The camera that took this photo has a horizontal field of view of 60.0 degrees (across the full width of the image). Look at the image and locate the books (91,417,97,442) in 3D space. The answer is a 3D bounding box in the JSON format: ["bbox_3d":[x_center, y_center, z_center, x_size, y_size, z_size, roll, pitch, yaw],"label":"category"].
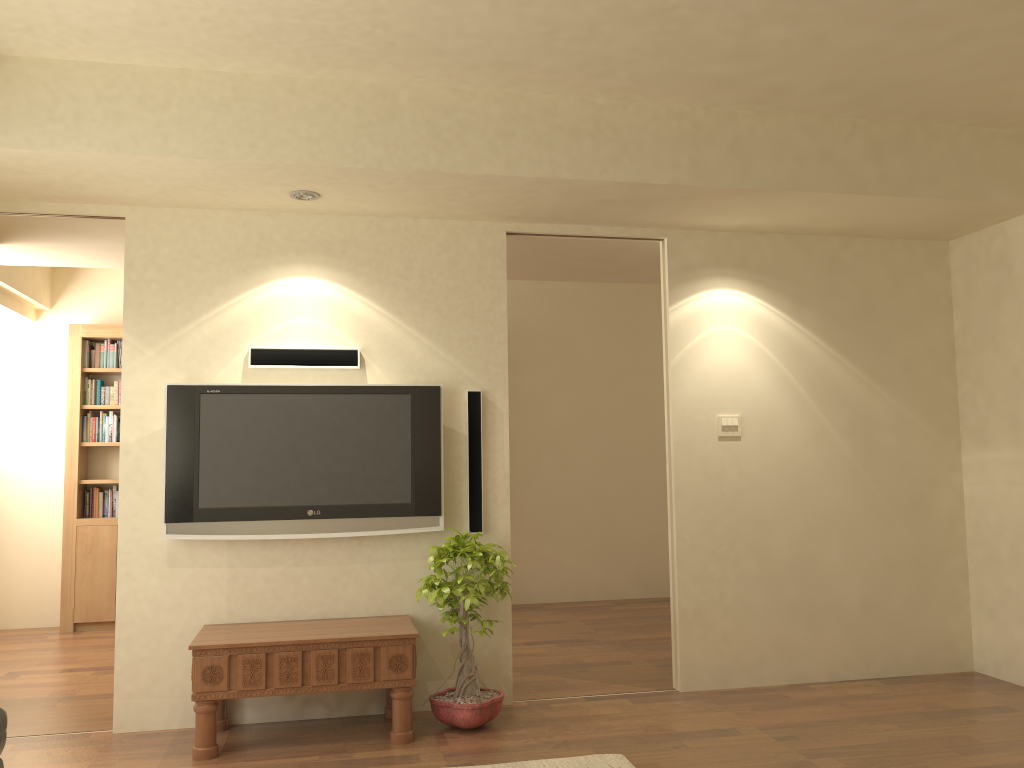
[{"bbox_3d":[-3.416,0.380,7.289,0.036,0.206,0.162,0,-5,-12],"label":"books"}]

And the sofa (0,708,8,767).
[{"bbox_3d":[-1.578,0.939,1.230,0.944,0.918,2.337,0,-5,-12],"label":"sofa"}]

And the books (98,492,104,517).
[{"bbox_3d":[-3.367,0.991,7.297,0.032,0.202,0.150,0,-5,-12],"label":"books"}]

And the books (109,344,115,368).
[{"bbox_3d":[-3.303,-0.216,7.365,0.036,0.206,0.162,0,-5,-12],"label":"books"}]

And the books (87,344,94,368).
[{"bbox_3d":[-3.480,-0.217,7.325,0.010,0.206,0.167,0,-5,-12],"label":"books"}]

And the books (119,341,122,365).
[{"bbox_3d":[-3.237,-0.232,7.388,0.043,0.242,0.148,0,-5,-12],"label":"books"}]

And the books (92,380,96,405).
[{"bbox_3d":[-3.436,0.080,7.320,0.013,0.215,0.168,0,-5,-12],"label":"books"}]

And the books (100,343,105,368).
[{"bbox_3d":[-3.386,-0.221,7.367,0.036,0.218,0.124,0,-5,-12],"label":"books"}]

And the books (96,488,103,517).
[{"bbox_3d":[-3.391,0.974,7.289,0.017,0.235,0.157,0,-5,-12],"label":"books"}]

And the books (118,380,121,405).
[{"bbox_3d":[-3.237,0.083,7.368,0.026,0.211,0.156,0,-5,-12],"label":"books"}]

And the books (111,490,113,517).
[{"bbox_3d":[-3.281,0.984,7.306,0.009,0.215,0.168,0,-5,-12],"label":"books"}]

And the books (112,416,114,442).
[{"bbox_3d":[-3.274,0.376,7.316,0.009,0.215,0.168,0,-5,-12],"label":"books"}]

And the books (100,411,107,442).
[{"bbox_3d":[-3.369,0.356,7.309,0.019,0.255,0.145,0,-5,-12],"label":"books"}]

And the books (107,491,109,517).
[{"bbox_3d":[-3.307,0.984,7.300,0.013,0.215,0.168,0,-5,-12],"label":"books"}]

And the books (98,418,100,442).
[{"bbox_3d":[-3.384,0.384,7.305,0.011,0.200,0.143,0,-5,-12],"label":"books"}]

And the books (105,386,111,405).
[{"bbox_3d":[-3.344,0.108,7.366,0.036,0.165,0.111,0,-5,-12],"label":"books"}]

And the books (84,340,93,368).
[{"bbox_3d":[-3.500,-0.232,7.327,0.026,0.237,0.156,0,-5,-12],"label":"books"}]

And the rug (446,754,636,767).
[{"bbox_3d":[-0.362,1.449,1.888,2.482,0.011,3.592,0,-5,-12],"label":"rug"}]

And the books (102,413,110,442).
[{"bbox_3d":[-3.347,0.366,7.317,0.026,0.237,0.139,0,-5,-12],"label":"books"}]

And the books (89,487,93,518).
[{"bbox_3d":[-3.441,0.971,7.282,0.019,0.242,0.152,0,-5,-12],"label":"books"}]

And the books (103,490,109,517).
[{"bbox_3d":[-3.336,0.984,7.317,0.036,0.218,0.124,0,-5,-12],"label":"books"}]

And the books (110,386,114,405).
[{"bbox_3d":[-3.308,0.108,7.374,0.036,0.165,0.111,0,-5,-12],"label":"books"}]

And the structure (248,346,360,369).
[{"bbox_3d":[-1.073,-0.136,4.596,0.559,0.111,0.048,0,-5,-12],"label":"structure"}]

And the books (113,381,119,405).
[{"bbox_3d":[-3.267,0.085,7.358,0.036,0.206,0.162,0,-5,-12],"label":"books"}]

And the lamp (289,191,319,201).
[{"bbox_3d":[-1.022,-0.946,4.367,0.143,0.059,0.143,0,-5,-6],"label":"lamp"}]

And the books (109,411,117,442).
[{"bbox_3d":[-3.294,0.357,7.321,0.026,0.254,0.154,0,-5,-12],"label":"books"}]

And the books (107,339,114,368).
[{"bbox_3d":[-3.335,-0.240,7.369,0.019,0.255,0.145,0,-5,-12],"label":"books"}]

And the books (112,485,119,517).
[{"bbox_3d":[-3.265,0.965,7.318,0.026,0.254,0.154,0,-5,-12],"label":"books"}]

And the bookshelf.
[{"bbox_3d":[-2.144,0.750,7.489,2.945,2.440,0.301,0,-5,-12],"label":"bookshelf"}]

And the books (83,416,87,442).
[{"bbox_3d":[-3.483,0.375,7.272,0.026,0.215,0.167,0,-5,-12],"label":"books"}]

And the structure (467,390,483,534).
[{"bbox_3d":[-0.199,0.413,4.735,0.079,0.764,0.036,0,-5,-12],"label":"structure"}]

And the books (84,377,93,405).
[{"bbox_3d":[-3.496,0.069,7.314,0.026,0.237,0.156,0,-5,-12],"label":"books"}]

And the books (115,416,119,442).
[{"bbox_3d":[-3.248,0.376,7.322,0.013,0.215,0.168,0,-5,-12],"label":"books"}]

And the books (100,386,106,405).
[{"bbox_3d":[-3.381,0.107,7.359,0.036,0.165,0.111,0,-5,-12],"label":"books"}]

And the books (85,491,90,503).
[{"bbox_3d":[-3.485,0.985,7.284,0.011,0.215,0.127,0,-5,-12],"label":"books"}]

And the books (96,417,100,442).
[{"bbox_3d":[-3.392,0.380,7.291,0.010,0.206,0.167,0,-5,-12],"label":"books"}]

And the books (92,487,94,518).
[{"bbox_3d":[-3.424,0.971,7.287,0.015,0.242,0.148,0,-5,-12],"label":"books"}]

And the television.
[{"bbox_3d":[-1.040,0.390,4.517,1.377,0.778,0.110,0,-5,-12],"label":"television"}]

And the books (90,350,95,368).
[{"bbox_3d":[-3.462,-0.194,7.355,0.036,0.165,0.111,0,-5,-12],"label":"books"}]

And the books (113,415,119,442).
[{"bbox_3d":[-3.262,0.371,7.319,0.014,0.224,0.168,0,-5,-12],"label":"books"}]

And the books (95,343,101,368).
[{"bbox_3d":[-3.423,-0.221,7.359,0.036,0.218,0.124,0,-5,-12],"label":"books"}]

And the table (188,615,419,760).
[{"bbox_3d":[-0.974,1.419,4.223,1.009,0.493,0.538,0,-5,-12],"label":"table"}]

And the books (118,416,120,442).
[{"bbox_3d":[-3.229,0.376,7.349,0.036,0.218,0.124,0,-5,-12],"label":"books"}]

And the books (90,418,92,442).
[{"bbox_3d":[-3.439,0.382,7.285,0.011,0.202,0.158,0,-5,-12],"label":"books"}]

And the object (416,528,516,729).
[{"bbox_3d":[-0.216,1.186,4.368,0.565,0.957,0.528,-4,-6,30],"label":"object"}]

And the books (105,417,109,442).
[{"bbox_3d":[-3.319,0.378,7.313,0.026,0.211,0.156,0,-5,-12],"label":"books"}]

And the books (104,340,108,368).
[{"bbox_3d":[-3.355,-0.234,7.360,0.019,0.242,0.152,0,-5,-12],"label":"books"}]

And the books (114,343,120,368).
[{"bbox_3d":[-3.276,-0.221,7.368,0.013,0.215,0.168,0,-5,-12],"label":"books"}]

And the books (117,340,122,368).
[{"bbox_3d":[-3.253,-0.233,7.384,0.043,0.242,0.148,0,-5,-12],"label":"books"}]

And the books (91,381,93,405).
[{"bbox_3d":[-3.450,0.086,7.321,0.011,0.202,0.158,0,-5,-12],"label":"books"}]

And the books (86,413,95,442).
[{"bbox_3d":[-3.458,0.364,7.284,0.026,0.237,0.156,0,-5,-12],"label":"books"}]

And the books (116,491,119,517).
[{"bbox_3d":[-3.239,0.987,7.321,0.026,0.211,0.156,0,-5,-12],"label":"books"}]

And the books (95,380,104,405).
[{"bbox_3d":[-3.416,0.080,7.347,0.036,0.218,0.124,0,-5,-12],"label":"books"}]

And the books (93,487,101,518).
[{"bbox_3d":[-3.407,0.970,7.285,0.016,0.243,0.158,0,-5,-12],"label":"books"}]

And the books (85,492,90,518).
[{"bbox_3d":[-3.462,0.987,7.270,0.026,0.207,0.163,0,-5,-12],"label":"books"}]

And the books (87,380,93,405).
[{"bbox_3d":[-3.468,0.080,7.313,0.026,0.215,0.167,0,-5,-12],"label":"books"}]

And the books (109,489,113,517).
[{"bbox_3d":[-3.294,0.979,7.304,0.014,0.224,0.168,0,-5,-12],"label":"books"}]
